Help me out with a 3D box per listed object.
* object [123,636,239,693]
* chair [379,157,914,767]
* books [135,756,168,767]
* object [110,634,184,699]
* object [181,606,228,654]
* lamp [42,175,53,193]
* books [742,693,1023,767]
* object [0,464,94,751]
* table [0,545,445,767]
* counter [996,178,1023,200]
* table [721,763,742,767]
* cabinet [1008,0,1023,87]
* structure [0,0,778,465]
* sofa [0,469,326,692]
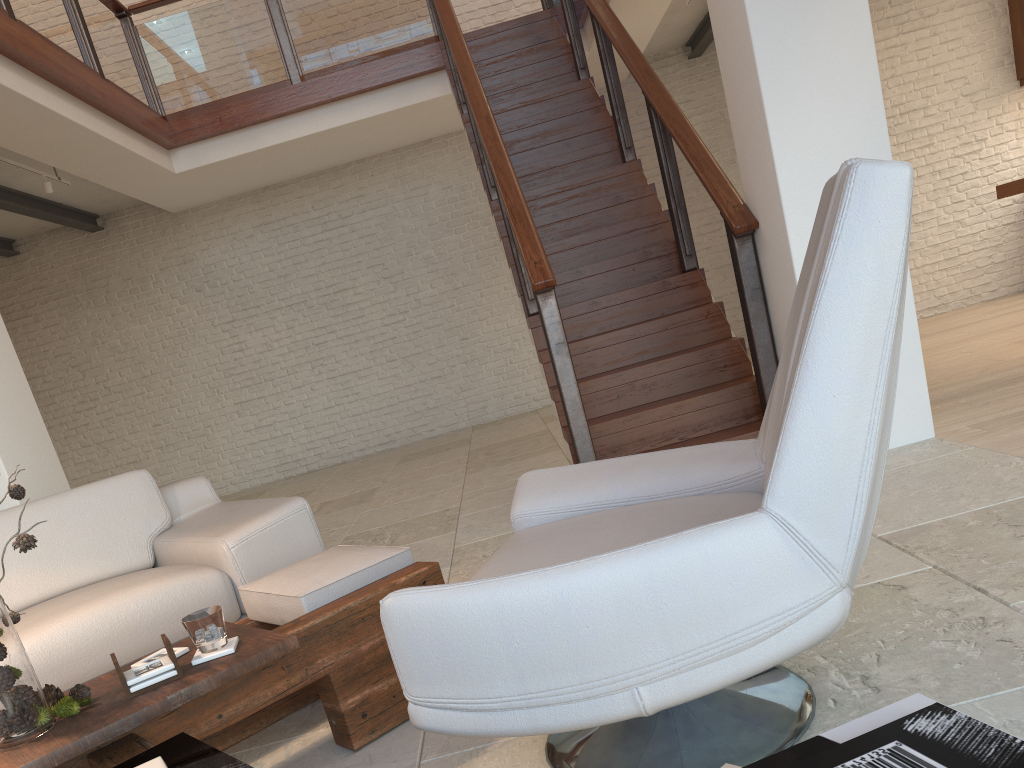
[{"bbox_3d":[-0.742,0.603,1.953,0.243,0.036,0.271,-18,4,-27],"label":"object"},{"bbox_3d":[0.333,0.216,1.737,0.984,1.046,0.985,-13,9,17],"label":"chair"},{"bbox_3d":[-0.574,0.638,1.200,0.248,0.058,0.327,-18,5,-29],"label":"books"},{"bbox_3d":[-0.770,0.593,1.837,0.112,0.084,0.093,-19,9,-27],"label":"object"},{"bbox_3d":[-0.671,0.546,1.925,0.088,0.087,0.091,-22,11,-39],"label":"object"},{"bbox_3d":[-3.470,-1.482,6.508,0.057,0.133,0.087,-25,14,-39],"label":"lamp"},{"bbox_3d":[0.095,0.324,0.395,0.561,0.082,0.384,-17,4,-15],"label":"books"},{"bbox_3d":[-1.088,0.408,1.782,0.308,0.624,0.540,-21,11,-29],"label":"object"},{"bbox_3d":[-0.805,0.850,1.520,2.133,0.442,1.985,-19,5,-38],"label":"table"},{"bbox_3d":[4.027,-0.935,4.076,2.501,0.948,1.638,-16,6,1],"label":"counter"},{"bbox_3d":[0.226,0.592,0.461,0.478,0.519,0.498,-22,11,-39],"label":"table"},{"bbox_3d":[5.699,-3.482,6.872,3.348,1.205,0.444,-15,12,2],"label":"cabinet"},{"bbox_3d":[1.352,-1.891,3.895,13.878,4.266,9.872,-16,5,1],"label":"structure"},{"bbox_3d":[-1.867,0.885,2.893,2.251,0.779,1.151,-19,8,-38],"label":"sofa"}]
